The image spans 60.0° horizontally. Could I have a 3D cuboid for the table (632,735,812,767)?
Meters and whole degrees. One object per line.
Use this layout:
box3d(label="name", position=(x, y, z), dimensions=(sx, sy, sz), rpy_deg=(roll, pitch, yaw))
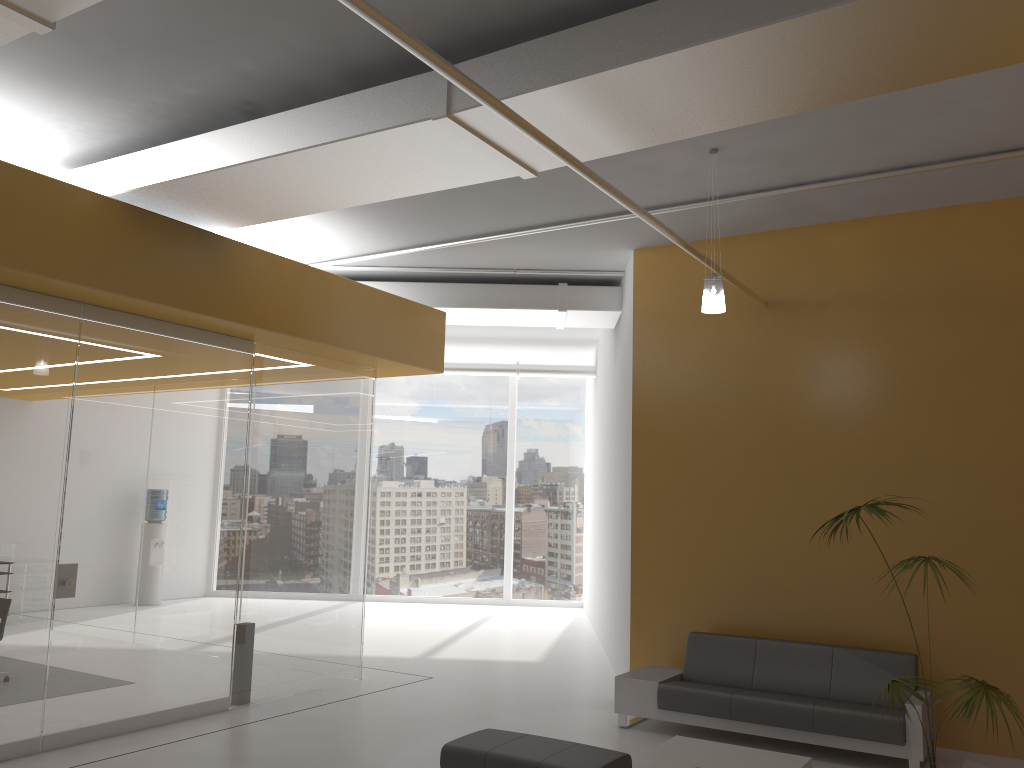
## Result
box3d(label="table", position=(1.409, 2.645, 6.026), dimensions=(1.000, 0.150, 1.000), rpy_deg=(-3, -9, 31))

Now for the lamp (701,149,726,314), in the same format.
box3d(label="lamp", position=(1.481, -1.134, 6.526), dimensions=(0.174, 1.227, 0.174), rpy_deg=(4, -8, -17))

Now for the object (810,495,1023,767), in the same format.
box3d(label="object", position=(2.301, 1.630, 5.112), dimensions=(0.912, 1.956, 1.222), rpy_deg=(4, -8, -18))

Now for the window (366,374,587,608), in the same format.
box3d(label="window", position=(-1.447, 1.887, 16.948), dimensions=(8.533, 4.498, 0.100), rpy_deg=(1, -8, 2))

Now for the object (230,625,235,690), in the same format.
box3d(label="object", position=(-2.471, 2.543, 8.083), dimensions=(0.124, 0.706, 0.152), rpy_deg=(-2, -9, 26))

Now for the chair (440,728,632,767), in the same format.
box3d(label="chair", position=(0.137, 2.366, 5.258), dimensions=(1.012, 0.423, 0.575), rpy_deg=(-3, -9, 31))

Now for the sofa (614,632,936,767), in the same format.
box3d(label="sofa", position=(2.095, 2.527, 7.262), dimensions=(2.400, 0.761, 0.860), rpy_deg=(-3, -9, 31))
